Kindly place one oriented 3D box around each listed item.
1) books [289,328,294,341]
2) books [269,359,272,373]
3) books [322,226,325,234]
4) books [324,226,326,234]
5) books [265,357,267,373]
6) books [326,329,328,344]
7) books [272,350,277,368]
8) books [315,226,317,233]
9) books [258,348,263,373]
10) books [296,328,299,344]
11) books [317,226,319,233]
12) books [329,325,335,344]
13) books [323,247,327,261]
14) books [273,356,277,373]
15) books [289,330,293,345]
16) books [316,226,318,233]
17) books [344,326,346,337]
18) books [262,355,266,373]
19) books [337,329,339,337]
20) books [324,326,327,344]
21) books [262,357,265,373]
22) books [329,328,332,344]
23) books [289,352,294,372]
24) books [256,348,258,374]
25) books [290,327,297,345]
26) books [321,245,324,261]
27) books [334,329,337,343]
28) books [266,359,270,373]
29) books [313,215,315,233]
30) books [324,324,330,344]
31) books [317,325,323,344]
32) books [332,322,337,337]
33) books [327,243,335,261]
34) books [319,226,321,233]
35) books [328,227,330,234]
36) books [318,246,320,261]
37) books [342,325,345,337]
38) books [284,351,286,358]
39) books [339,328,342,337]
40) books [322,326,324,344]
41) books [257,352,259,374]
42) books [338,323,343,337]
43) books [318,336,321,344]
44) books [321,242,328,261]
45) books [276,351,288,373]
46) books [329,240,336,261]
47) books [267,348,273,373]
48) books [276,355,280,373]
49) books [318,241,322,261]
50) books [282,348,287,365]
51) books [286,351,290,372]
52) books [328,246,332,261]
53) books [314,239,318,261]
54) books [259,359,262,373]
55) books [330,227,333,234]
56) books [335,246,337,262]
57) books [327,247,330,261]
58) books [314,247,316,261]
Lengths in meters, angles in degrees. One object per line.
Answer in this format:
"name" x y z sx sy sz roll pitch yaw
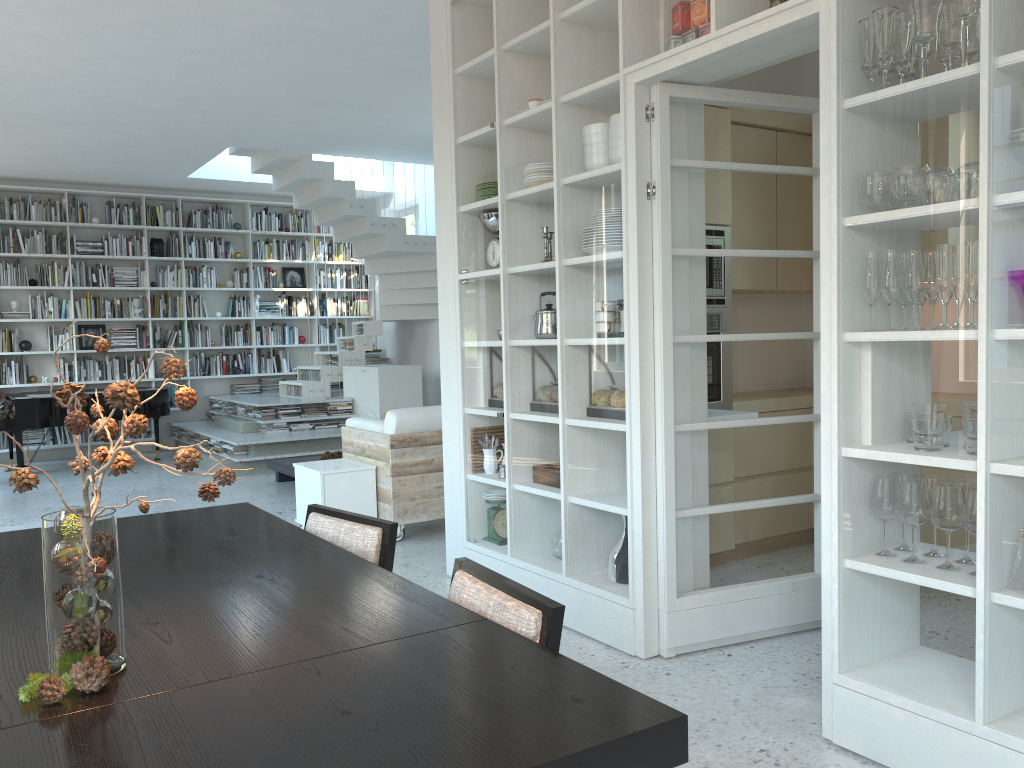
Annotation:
"books" -2.962 -0.637 11.886 0.037 0.219 0.139 -4 4 -33
"books" -3.216 -0.239 11.734 0.024 0.185 0.149 -4 4 -33
"books" -2.590 -2.141 12.039 0.023 0.244 0.182 -4 4 -33
"books" -2.568 -2.173 12.053 0.012 0.306 0.184 -4 4 -33
"books" -3.265 -0.248 11.709 0.025 0.210 0.137 -4 4 -33
"books" -2.553 -0.652 12.134 0.029 0.201 0.172 -4 4 -33
"books" -3.157 -0.303 11.791 0.010 0.304 0.131 -4 4 -33
"books" -2.685 -2.151 11.984 0.022 0.275 0.160 -4 4 -33
"books" -3.320 -0.304 11.683 0.013 0.327 0.130 -4 4 -33
"books" -2.911 -0.642 11.910 0.027 0.223 0.170 -4 4 -33
"books" -2.647 -2.159 12.004 0.013 0.286 0.150 -4 4 -33
"books" -2.481 -0.679 12.163 0.027 0.249 0.184 -4 4 -33
"books" -2.549 -1.746 11.987 0.024 0.194 0.189 -4 4 -33
"books" -3.170 -0.257 11.758 0.052 0.217 0.184 -4 4 -33
"books" -2.982 -0.626 11.856 0.030 0.201 0.189 -4 4 -33
"books" -2.670 -2.127 12.008 0.025 0.223 0.136 -4 4 -33
"books" -2.342 -0.685 12.283 0.013 0.240 0.166 -4 4 -33
"books" -3.276 -0.264 11.688 0.015 0.244 0.156 -4 4 -33
"books" -2.429 -0.674 12.222 0.014 0.230 0.172 -4 4 -33
"books" -2.577 -0.671 12.123 0.022 0.242 0.151 -4 4 -33
"books" -3.297 -0.249 11.687 0.023 0.214 0.163 -4 4 -33
"books" -2.516 -0.658 12.172 0.025 0.208 0.149 -4 4 -33
"books" -2.984 -0.297 11.884 0.062 0.274 0.148 -4 4 -33
"books" -3.364 -0.306 11.639 0.014 0.337 0.132 -4 4 -33
"books" -2.932 -0.647 11.895 0.025 0.236 0.181 -4 4 -33
"books" -2.583 -1.759 11.971 0.049 0.224 0.161 -4 4 -33
"books" -2.461 -0.658 12.210 0.027 0.201 0.164 -4 4 -33
"books" -3.242 -0.239 11.725 0.030 0.188 0.140 -4 4 -33
"books" -2.700 -2.169 11.957 0.011 0.314 0.172 -4 4 -33
"books" -2.541 -0.687 12.162 0.024 0.267 0.133 -4 4 -33
"books" -2.623 -0.673 12.084 0.024 0.252 0.175 -4 4 -33
"books" -2.445 -0.707 12.218 0.013 0.297 0.141 -4 4 -33
"books" -2.459 -1.781 12.047 0.023 0.254 0.189 -4 4 -33
"books" -2.629 -2.150 12.000 0.012 0.269 0.184 -4 4 -33
"books" -2.521 -2.153 12.090 0.022 0.259 0.163 -4 4 -33
"books" -2.633 -1.747 11.936 0.024 0.205 0.165 -4 4 -33
"books" -2.355 -0.691 12.279 0.012 0.254 0.161 -4 4 -33
"books" -3.051 -0.299 11.849 0.012 0.285 0.159 -4 4 -33
"books" -2.386 -0.664 12.237 0.021 0.205 0.174 -4 4 -33
"books" -2.601 -0.667 12.107 0.037 0.236 0.153 -4 4 -33
"books" -3.353 -0.282 11.651 0.015 0.287 0.138 -4 4 -33
"books" -2.378 -0.704 12.250 0.011 0.285 0.161 -4 4 -33
"books" -2.677 -0.682 12.066 0.085 0.278 0.159 -4 4 -33
"books" -2.538 -1.782 12.010 0.023 0.264 0.158 -4 4 -33
"books" -3.063 -0.298 11.780 0.075 0.291 0.255 -4 4 -33
"books" -2.444 -1.804 12.062 0.022 0.297 0.152 -4 4 -33
"books" -3.200 -0.313 11.737 0.014 0.333 0.168 -4 4 -33
"books" -3.129 -0.271 11.788 0.031 0.239 0.171 -4 4 -33
"books" -2.609 -1.777 11.941 0.026 0.263 0.189 -4 4 -33
"books" -3.044 -0.320 11.859 0.012 0.326 0.136 -4 4 -33
"books" -3.016 -0.301 11.852 0.025 0.287 0.160 -4 4 -33
"books" -2.489 -1.760 12.051 0.025 0.212 0.134 -4 4 -33
"books" -2.648 -1.790 11.924 0.010 0.294 0.183 -4 4 -33
"books" -3.338 -0.246 11.675 0.033 0.213 0.140 -4 4 -33
"books" -2.500 -2.157 12.104 0.029 0.264 0.179 -4 4 -33
"books" -2.429 -1.760 12.077 0.014 0.206 0.184 -4 4 -33
"books" -2.534 -1.753 12.063 0.038 0.199 0.170 -4 4 -33
"books" -2.681 -1.790 11.931 0.036 0.294 0.135 -4 4 -33
